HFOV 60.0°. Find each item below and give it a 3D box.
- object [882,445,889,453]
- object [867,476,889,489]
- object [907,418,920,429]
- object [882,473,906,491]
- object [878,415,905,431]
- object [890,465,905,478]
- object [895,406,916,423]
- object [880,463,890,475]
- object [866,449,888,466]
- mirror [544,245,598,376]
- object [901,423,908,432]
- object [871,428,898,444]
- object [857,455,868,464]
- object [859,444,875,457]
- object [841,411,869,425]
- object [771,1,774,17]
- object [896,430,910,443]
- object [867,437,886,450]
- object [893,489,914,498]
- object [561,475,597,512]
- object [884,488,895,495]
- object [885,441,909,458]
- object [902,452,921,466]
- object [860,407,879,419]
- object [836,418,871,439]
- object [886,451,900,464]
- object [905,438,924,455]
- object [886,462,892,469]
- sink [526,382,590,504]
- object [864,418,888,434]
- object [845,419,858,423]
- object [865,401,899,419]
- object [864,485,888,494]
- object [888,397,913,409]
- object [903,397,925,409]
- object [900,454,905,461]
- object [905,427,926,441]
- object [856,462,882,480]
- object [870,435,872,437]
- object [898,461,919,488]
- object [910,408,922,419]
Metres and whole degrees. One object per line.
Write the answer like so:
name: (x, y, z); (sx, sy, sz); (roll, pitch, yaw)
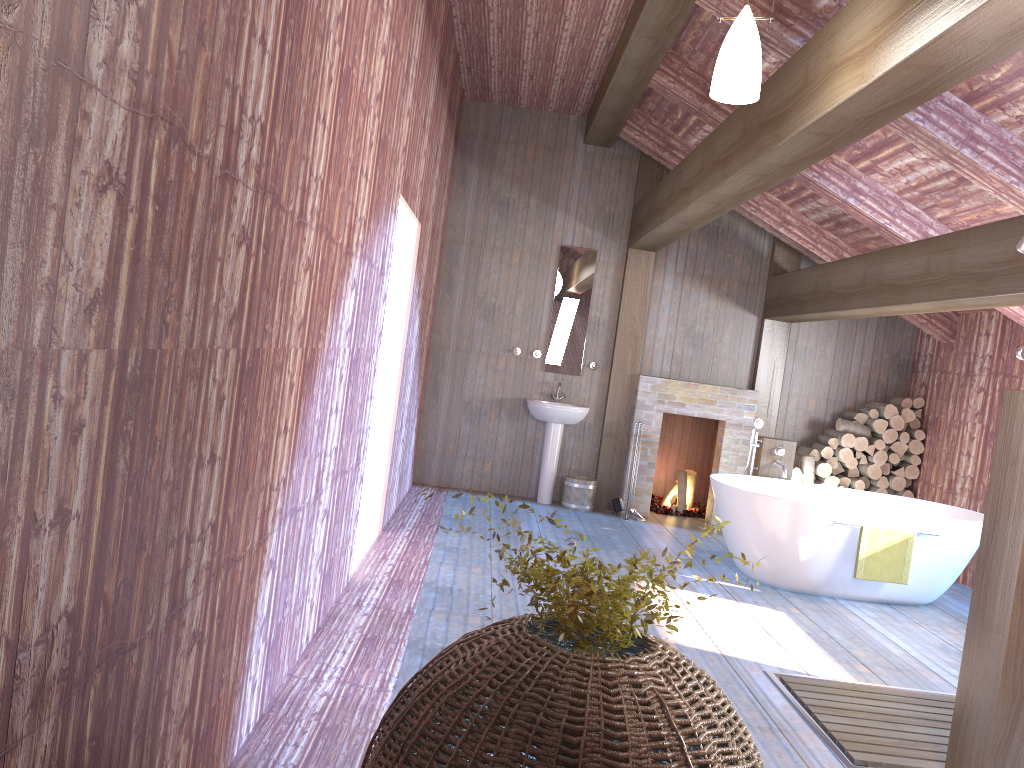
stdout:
object: (3.396, 0.595, 8.227); (0.095, 0.090, 0.278); (8, 2, 0)
object: (3.376, 0.891, 8.236); (0.114, 0.113, 0.301); (8, 2, -4)
object: (3.702, 0.354, 8.283); (0.107, 0.115, 0.269); (8, 2, -1)
object: (3.501, 0.897, 8.272); (0.137, 0.133, 0.437); (8, 2, -4)
object: (3.474, 0.341, 8.241); (0.141, 0.143, 0.437); (8, 2, -4)
object: (3.518, 0.782, 8.260); (0.115, 0.112, 0.423); (8, 2, -1)
object: (3.590, 0.279, 8.261); (0.133, 0.142, 0.456); (8, 2, -1)
object: (3.393, 0.765, 8.242); (0.111, 0.118, 0.302); (8, 2, -3)
object: (3.332, 0.667, 8.250); (0.136, 0.157, 0.439); (8, 2, -1)
mirror: (0.554, -0.688, 8.363); (0.350, 1.199, 0.009); (8, 2, -2)
object: (3.587, 0.392, 8.346); (0.132, 0.119, 0.319); (8, 2, 0)
object: (3.416, 0.470, 8.244); (0.143, 0.151, 0.440); (8, 2, -1)
object: (3.222, 0.685, 8.251); (0.085, 0.096, 0.280); (8, 2, -1)
object: (3.230, 0.596, 8.240); (0.109, 0.124, 0.424); (8, 2, -2)
object: (3.215, 0.321, 8.329); (0.140, 0.121, 0.319); (8, 2, 0)
object: (1.808, -0.229, 5.761); (0.258, 3.264, 5.569); (8, 2, 19)
object: (3.556, 0.476, 8.246); (0.089, 0.106, 0.437); (8, 2, -1)
object: (3.328, 0.537, 8.240); (0.102, 0.109, 0.438); (8, 2, -1)
object: (3.588, 1.025, 8.293); (0.139, 0.137, 0.455); (8, 2, -4)
object: (0.620, 1.012, 8.203); (0.309, 0.290, 0.308); (8, 2, 8)
object: (3.472, 1.007, 8.368); (0.118, 0.106, 0.319); (8, 2, -4)
object: (3.508, 0.587, 8.280); (0.172, 0.151, 0.482); (8, 2, -1)
object: (3.658, 0.679, 8.259); (0.102, 0.109, 0.438); (8, 2, -1)
object: (3.312, 0.268, 8.222); (0.094, 0.097, 0.227); (8, 2, -1)
object: (3.129, 0.408, 8.131); (0.302, 0.157, 0.121); (8, 2, -1)
object: (3.463, 0.663, 8.251); (0.102, 0.109, 0.438); (8, 2, -1)
object: (3.665, 0.561, 8.258); (0.147, 0.152, 0.439); (8, 2, -1)
object: (3.465, 0.748, 8.244); (0.065, 0.069, 0.177); (8, 2, -3)
sink: (0.378, 0.553, 8.202); (0.582, 1.143, 0.475); (8, 2, -2)
object: (3.331, 0.368, 8.255); (0.139, 0.148, 0.458); (8, 2, -1)
object: (3.150, 0.399, 8.329); (0.113, 0.130, 0.291); (8, 2, -1)
object: (3.434, 0.242, 8.253); (0.135, 0.139, 0.456); (8, 2, -1)
object: (3.364, 0.999, 8.236); (0.116, 0.117, 0.289); (8, 2, -4)
object: (3.622, 0.184, 8.273); (0.104, 0.121, 0.270); (8, 2, -1)
object: (3.731, 0.174, 8.277); (0.112, 0.113, 0.271); (8, 2, -2)
object: (3.595, 0.670, 8.302); (0.088, 0.092, 0.280); (8, 2, -1)
object: (3.693, 0.450, 8.250); (0.102, 0.109, 0.438); (8, 2, -1)
object: (3.273, 0.785, 8.253); (0.141, 0.143, 0.437); (8, 2, -4)
object: (3.263, 0.462, 8.336); (0.121, 0.124, 0.291); (8, 2, -1)
object: (3.625, 0.842, 8.275); (0.137, 0.256, 0.439); (8, 2, -1)
object: (3.723, 0.259, 8.295); (0.081, 0.100, 0.281); (8, 2, -2)
